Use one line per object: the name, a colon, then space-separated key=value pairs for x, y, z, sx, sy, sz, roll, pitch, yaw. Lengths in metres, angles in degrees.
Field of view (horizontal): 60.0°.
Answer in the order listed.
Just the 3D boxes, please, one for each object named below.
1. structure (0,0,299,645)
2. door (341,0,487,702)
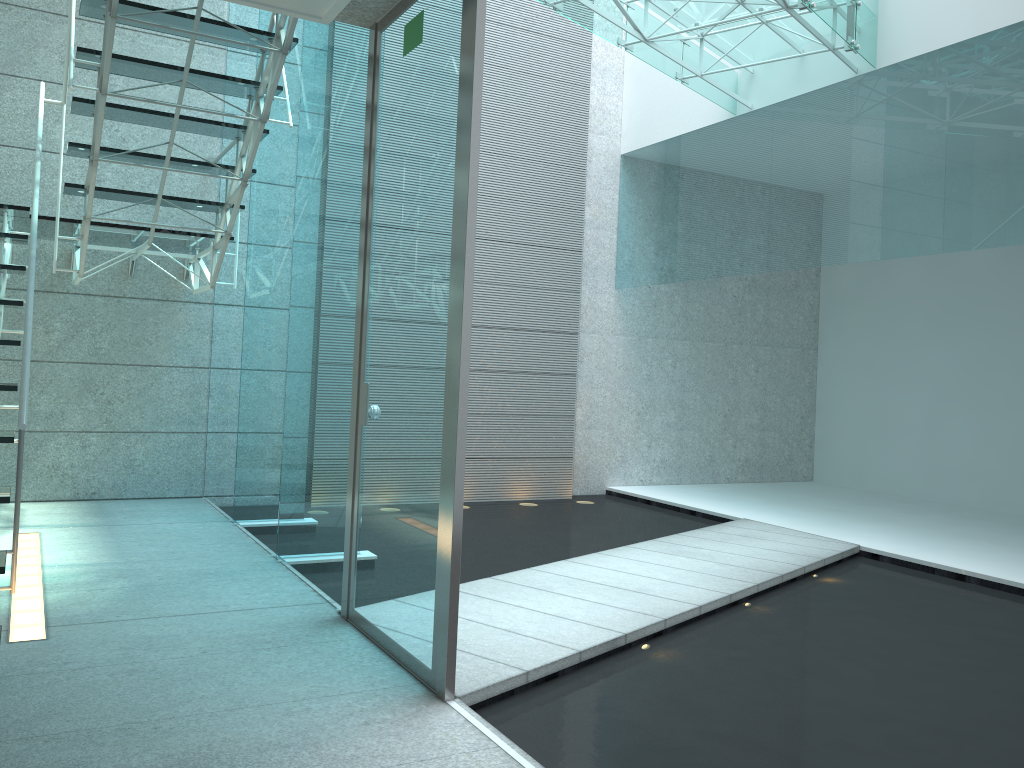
structure: x=-1.858 y=-2.275 z=3.721 sx=1.908 sy=6.012 sz=3.296 roll=3 pitch=-1 yaw=-29
door: x=-0.303 y=-0.220 z=2.715 sx=0.076 sy=2.066 sz=0.865 roll=3 pitch=-1 yaw=-29
